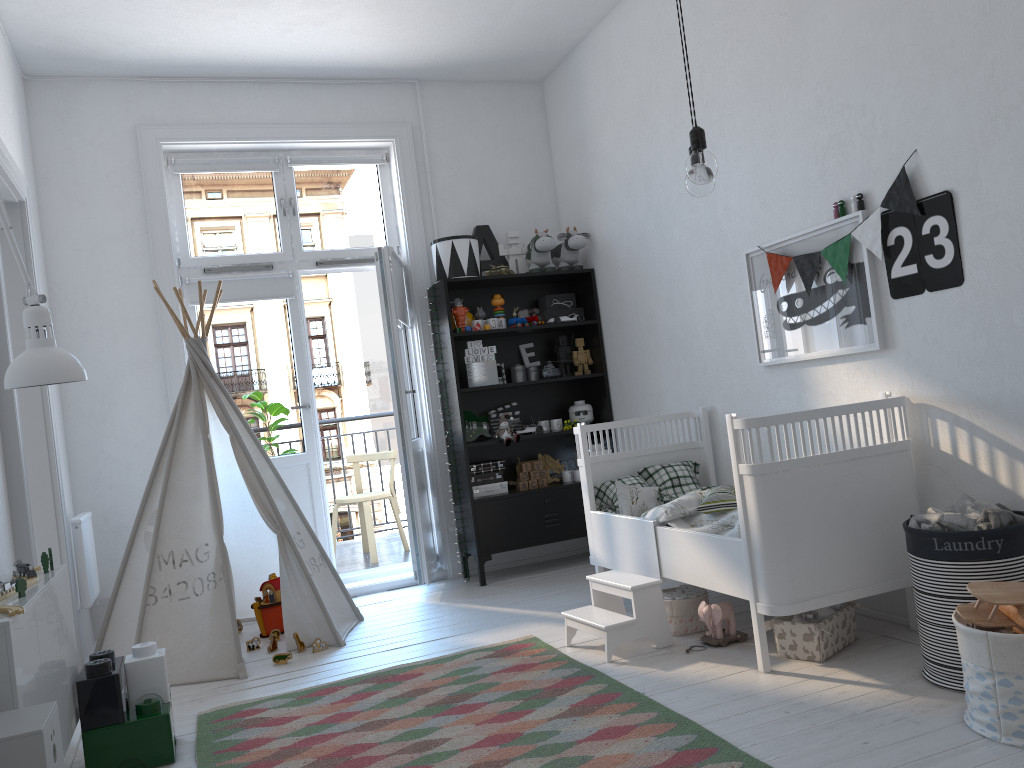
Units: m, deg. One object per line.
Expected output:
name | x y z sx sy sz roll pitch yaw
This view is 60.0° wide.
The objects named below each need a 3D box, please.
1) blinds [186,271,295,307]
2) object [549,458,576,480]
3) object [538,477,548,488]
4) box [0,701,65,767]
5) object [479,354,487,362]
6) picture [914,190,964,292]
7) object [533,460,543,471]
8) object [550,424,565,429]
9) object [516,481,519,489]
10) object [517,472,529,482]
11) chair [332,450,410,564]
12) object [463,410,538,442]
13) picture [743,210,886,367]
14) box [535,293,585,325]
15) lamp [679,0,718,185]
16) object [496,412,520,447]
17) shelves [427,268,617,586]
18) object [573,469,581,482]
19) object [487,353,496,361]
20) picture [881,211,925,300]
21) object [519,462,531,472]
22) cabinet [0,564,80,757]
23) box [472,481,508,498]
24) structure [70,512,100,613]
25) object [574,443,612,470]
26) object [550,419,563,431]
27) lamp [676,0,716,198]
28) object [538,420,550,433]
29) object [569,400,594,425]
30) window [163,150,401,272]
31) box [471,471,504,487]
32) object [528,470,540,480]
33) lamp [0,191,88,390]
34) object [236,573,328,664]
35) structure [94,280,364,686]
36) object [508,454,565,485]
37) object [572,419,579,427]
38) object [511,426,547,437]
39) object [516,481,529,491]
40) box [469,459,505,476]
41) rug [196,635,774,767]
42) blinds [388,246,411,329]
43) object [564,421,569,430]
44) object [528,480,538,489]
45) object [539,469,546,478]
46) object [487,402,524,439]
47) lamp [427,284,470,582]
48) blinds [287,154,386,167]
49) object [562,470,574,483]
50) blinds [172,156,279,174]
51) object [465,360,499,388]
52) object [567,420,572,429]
blinds | -1.505 -0.532 4.931 0.565 0.158 0.032 -7 -1 -20
object | 0.255 0.520 5.314 0.347 0.120 0.034 -7 -1 -20
object | 0.176 0.561 5.045 0.050 0.050 0.050 -7 -1 10
box | -0.989 0.762 1.707 0.202 0.205 0.199 -7 -1 -20
object | -0.161 -0.143 4.937 0.040 0.040 0.040 -7 -1 -5
picture | 1.361 -0.453 2.836 0.013 0.305 0.153 -7 -1 -21
object | 0.149 0.465 5.057 0.050 0.050 0.050 -7 -1 0
object | 0.247 0.259 5.268 0.163 0.034 0.069 -7 -1 -20
object | 0.054 0.576 5.058 0.050 0.050 0.050 -7 -1 -20
object | 0.062 0.525 5.027 0.050 0.050 0.050 -7 -1 -20
chair | -1.013 0.844 6.143 0.437 0.715 0.498 -8 -1 25
object | -0.082 0.248 5.176 0.542 0.239 0.093 -7 -1 -20
picture | 1.144 -0.342 3.428 0.030 0.492 0.704 -7 -1 -20
box | 0.286 -0.436 5.271 0.251 0.189 0.179 -7 -1 -20
lamp | -0.116 -1.148 2.509 1.382 1.529 0.074 -8 -1 44
object | -0.025 0.249 4.884 0.110 0.186 0.129 -6 -1 -33
shelves | 0.097 0.222 5.112 0.911 1.677 0.353 -7 -1 -20
object | 0.389 0.526 5.089 0.067 0.067 0.067 -7 -1 -6
object | -0.115 -0.148 4.942 0.040 0.040 0.040 -7 -1 10
picture | 1.309 -0.441 2.980 0.010 0.301 0.152 -7 -1 -21
object | 0.075 0.473 5.027 0.050 0.050 0.050 -7 -1 -20
cabinet | -1.289 0.769 2.298 0.182 0.454 0.970 -7 -1 -20
box | -0.150 0.594 5.018 0.215 0.062 0.179 -7 -1 -20
structure | -2.005 0.843 4.188 0.075 0.460 0.636 -7 -1 -24
object | 0.480 0.451 5.213 0.132 0.199 0.267 -7 -1 -20
object | 0.257 0.237 5.105 0.067 0.067 0.067 -7 -1 -6
lamp | -0.091 -1.148 2.646 1.382 1.529 0.074 -8 -1 44
object | 0.186 0.246 5.129 0.067 0.067 0.067 -7 -1 -6
object | 0.407 0.179 5.218 0.139 0.162 0.139 -8 -2 45
window | -1.283 -1.005 5.064 1.262 0.660 0.101 -7 -1 -20
box | -0.175 0.535 5.013 0.215 0.062 0.179 -7 -1 -20
object | 0.122 0.517 5.028 0.050 0.050 0.050 -7 -1 -20
lamp | -1.341 -0.315 2.170 0.200 0.655 0.651 -7 -1 13
object | -1.051 1.043 4.094 0.385 0.283 0.857 -6 -2 -29
structure | -1.395 0.356 4.105 1.142 1.749 1.144 -6 -2 -45
object | 0.140 0.503 5.178 0.337 0.186 0.111 -7 -1 -5
object | 0.369 0.230 5.115 0.042 0.054 0.031 -8 -1 25
object | 0.083 0.268 5.048 0.230 0.048 0.098 -7 -1 5
object | 0.059 0.574 5.001 0.050 0.050 0.050 -7 -1 -20
box | -0.166 0.473 5.022 0.215 0.062 0.179 -7 -1 -20
rug | -0.179 1.028 2.442 1.319 0.016 2.029 -7 -2 -20
blinds | -0.620 -0.525 4.954 0.032 0.390 0.565 -7 -1 0
object | 0.310 0.236 5.068 0.031 0.054 0.042 -8 -1 30
object | 0.114 0.568 5.022 0.050 0.050 0.050 -7 -1 -15
object | 0.163 0.513 5.072 0.050 0.050 0.050 -7 -1 -20
object | -0.039 0.211 5.166 0.200 0.199 0.048 -7 -1 -20
lamp | 0.051 0.226 5.162 0.985 1.684 0.095 -7 -1 -23
blinds | -1.015 -1.301 5.159 0.565 0.060 0.032 -7 -1 -20
object | 0.324 0.535 5.123 0.067 0.067 0.067 -7 -1 -6
blinds | -1.591 -1.220 4.943 0.565 0.087 0.032 -7 -1 -20
object | -0.169 -0.053 4.970 0.170 0.138 0.124 -7 -1 -5
object | 0.331 0.235 5.132 0.042 0.054 0.031 -7 -1 -20
